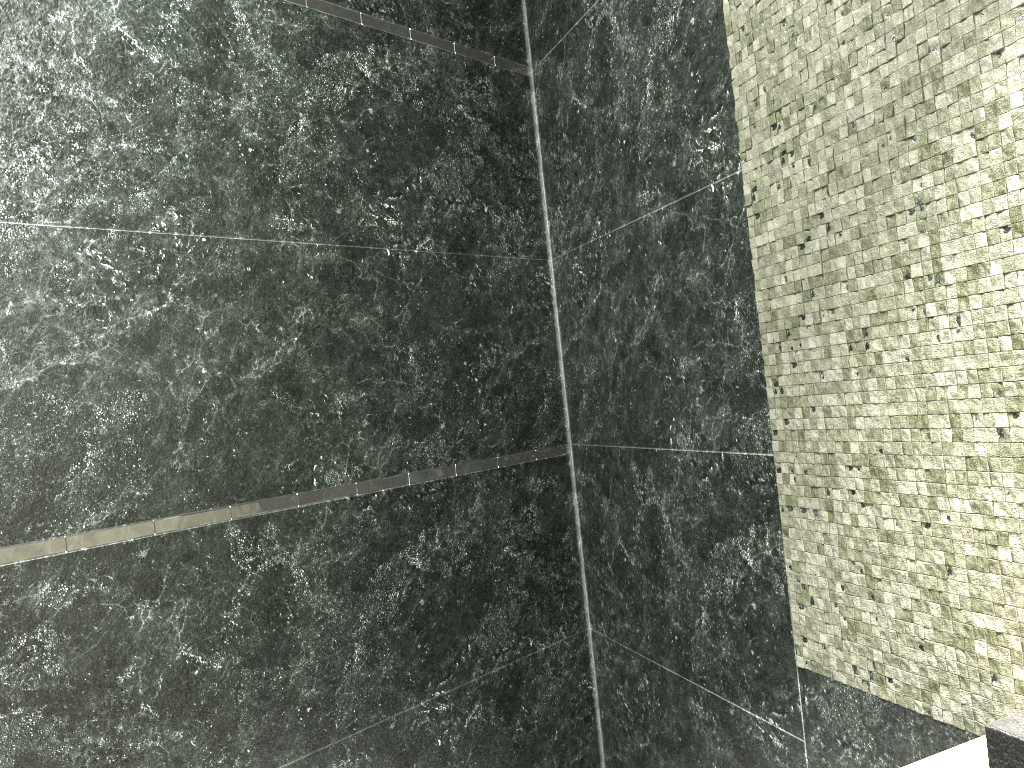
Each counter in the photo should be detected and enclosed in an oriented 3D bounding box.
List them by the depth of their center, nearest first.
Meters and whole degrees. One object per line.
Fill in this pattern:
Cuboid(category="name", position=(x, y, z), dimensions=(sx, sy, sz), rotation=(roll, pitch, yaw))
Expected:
Cuboid(category="counter", position=(0.624, 0.664, 0.462), dimensions=(0.680, 1.052, 1.252), rotation=(-6, 0, -21))
